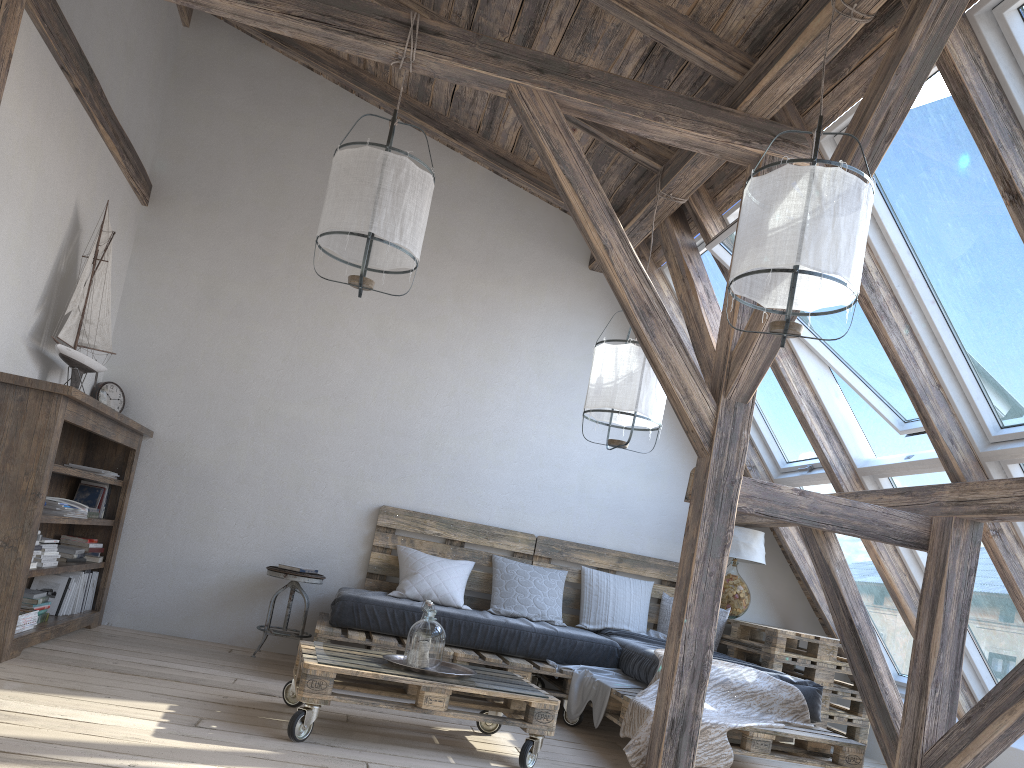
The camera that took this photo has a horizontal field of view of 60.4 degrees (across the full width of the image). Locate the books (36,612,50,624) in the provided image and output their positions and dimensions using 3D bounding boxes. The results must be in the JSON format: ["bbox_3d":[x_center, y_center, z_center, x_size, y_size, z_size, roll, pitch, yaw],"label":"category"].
[{"bbox_3d":[-2.345,1.111,4.214,0.174,0.038,0.226,12,-12,-9],"label":"books"}]

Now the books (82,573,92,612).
[{"bbox_3d":[-2.432,1.141,4.868,0.158,0.217,0.017,12,-5,-10],"label":"books"}]

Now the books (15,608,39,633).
[{"bbox_3d":[-2.264,1.033,3.886,0.239,0.087,0.320,12,-11,-10],"label":"books"}]

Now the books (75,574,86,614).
[{"bbox_3d":[-2.411,1.122,4.758,0.158,0.217,0.017,12,-5,-10],"label":"books"}]

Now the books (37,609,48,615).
[{"bbox_3d":[-2.339,1.083,4.218,0.159,0.021,0.227,13,-12,-14],"label":"books"}]

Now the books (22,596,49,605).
[{"bbox_3d":[-2.345,1.026,4.228,0.175,0.025,0.223,14,-12,-14],"label":"books"}]

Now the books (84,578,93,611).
[{"bbox_3d":[-2.452,1.171,4.948,0.140,0.183,0.018,12,-5,-10],"label":"books"}]

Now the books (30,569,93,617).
[{"bbox_3d":[-2.431,1.100,4.734,0.202,0.245,0.416,12,-10,-9],"label":"books"}]

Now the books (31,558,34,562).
[{"bbox_3d":[-2.209,0.756,3.839,0.158,0.021,0.221,12,-12,-9],"label":"books"}]

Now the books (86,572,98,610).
[{"bbox_3d":[-2.458,1.162,4.991,0.158,0.217,0.021,12,-5,-10],"label":"books"}]

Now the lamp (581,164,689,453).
[{"bbox_3d":[0.665,-0.411,4.489,0.397,1.497,0.415,8,-6,31],"label":"lamp"}]

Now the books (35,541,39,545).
[{"bbox_3d":[-2.182,0.684,3.852,0.158,0.021,0.221,14,-12,-14],"label":"books"}]

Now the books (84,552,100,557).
[{"bbox_3d":[-2.418,0.938,4.922,0.206,0.021,0.151,15,-12,-20],"label":"books"}]

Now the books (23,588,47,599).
[{"bbox_3d":[-2.338,1.006,4.237,0.133,0.021,0.201,13,-12,-10],"label":"books"}]

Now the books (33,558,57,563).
[{"bbox_3d":[-2.262,0.816,4.144,0.158,0.017,0.222,12,-12,-9],"label":"books"}]

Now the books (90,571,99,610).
[{"bbox_3d":[-2.462,1.167,5.019,0.158,0.217,0.036,12,-5,-10],"label":"books"}]

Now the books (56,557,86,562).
[{"bbox_3d":[-2.381,0.922,4.665,0.152,0.024,0.232,11,-12,-1],"label":"books"}]

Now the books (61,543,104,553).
[{"bbox_3d":[-2.411,0.917,4.936,0.161,0.026,0.206,11,-12,-2],"label":"books"}]

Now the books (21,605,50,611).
[{"bbox_3d":[-2.335,1.063,4.220,0.158,0.021,0.227,12,-12,-9],"label":"books"}]

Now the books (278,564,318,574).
[{"bbox_3d":[-1.257,1.087,5.175,0.149,0.021,0.209,7,-12,19],"label":"books"}]

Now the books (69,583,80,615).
[{"bbox_3d":[-2.403,1.128,4.695,0.140,0.181,0.066,12,-6,-10],"label":"books"}]

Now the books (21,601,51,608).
[{"bbox_3d":[-2.347,1.045,4.228,0.174,0.013,0.233,12,-12,-6],"label":"books"}]

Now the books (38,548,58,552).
[{"bbox_3d":[-2.250,0.774,4.159,0.140,0.018,0.187,12,-12,-9],"label":"books"}]

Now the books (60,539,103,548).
[{"bbox_3d":[-2.410,0.892,4.929,0.158,0.021,0.222,12,-12,-5],"label":"books"}]

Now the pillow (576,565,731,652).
[{"bbox_3d":[0.879,1.438,5.606,0.965,0.394,0.393,9,-8,6],"label":"pillow"}]

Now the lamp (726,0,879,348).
[{"bbox_3d":[0.999,-0.786,2.899,0.413,1.287,0.399,14,-6,-33],"label":"lamp"}]

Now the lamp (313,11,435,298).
[{"bbox_3d":[-0.502,-0.900,3.511,0.404,1.069,0.408,7,-7,31],"label":"lamp"}]

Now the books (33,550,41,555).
[{"bbox_3d":[-2.182,0.723,3.840,0.157,0.017,0.223,11,-12,-4],"label":"books"}]

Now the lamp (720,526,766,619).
[{"bbox_3d":[1.278,1.591,5.876,0.393,1.267,0.825,13,-7,-24],"label":"lamp"}]

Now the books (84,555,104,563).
[{"bbox_3d":[-2.418,0.965,4.928,0.220,0.030,0.163,14,-12,-17],"label":"books"}]

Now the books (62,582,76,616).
[{"bbox_3d":[-2.395,1.118,4.626,0.140,0.173,0.095,12,-6,-10],"label":"books"}]

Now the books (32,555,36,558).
[{"bbox_3d":[-2.202,0.739,3.846,0.158,0.017,0.222,12,-12,-9],"label":"books"}]

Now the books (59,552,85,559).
[{"bbox_3d":[-2.380,0.901,4.673,0.160,0.022,0.214,12,-12,-9],"label":"books"}]

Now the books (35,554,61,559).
[{"bbox_3d":[-2.261,0.802,4.163,0.157,0.017,0.223,11,-12,-4],"label":"books"}]

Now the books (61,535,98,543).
[{"bbox_3d":[-2.430,0.870,4.943,0.143,0.019,0.204,12,-12,-9],"label":"books"}]

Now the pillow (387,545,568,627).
[{"bbox_3d":[-0.178,1.208,5.375,1.135,0.350,0.354,13,-8,-10],"label":"pillow"}]

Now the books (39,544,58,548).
[{"bbox_3d":[-2.276,0.753,4.164,0.157,0.017,0.223,11,-12,-4],"label":"books"}]

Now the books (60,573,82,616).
[{"bbox_3d":[-2.398,1.107,4.661,0.158,0.209,0.091,12,-6,-10],"label":"books"}]

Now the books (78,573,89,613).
[{"bbox_3d":[-2.430,1.133,4.827,0.158,0.217,0.021,12,-5,-10],"label":"books"}]

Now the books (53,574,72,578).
[{"bbox_3d":[-2.422,1.095,4.610,0.158,0.203,0.108,12,-6,-10],"label":"books"}]

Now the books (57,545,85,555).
[{"bbox_3d":[-2.376,0.879,4.678,0.153,0.024,0.230,13,-12,-13],"label":"books"}]
